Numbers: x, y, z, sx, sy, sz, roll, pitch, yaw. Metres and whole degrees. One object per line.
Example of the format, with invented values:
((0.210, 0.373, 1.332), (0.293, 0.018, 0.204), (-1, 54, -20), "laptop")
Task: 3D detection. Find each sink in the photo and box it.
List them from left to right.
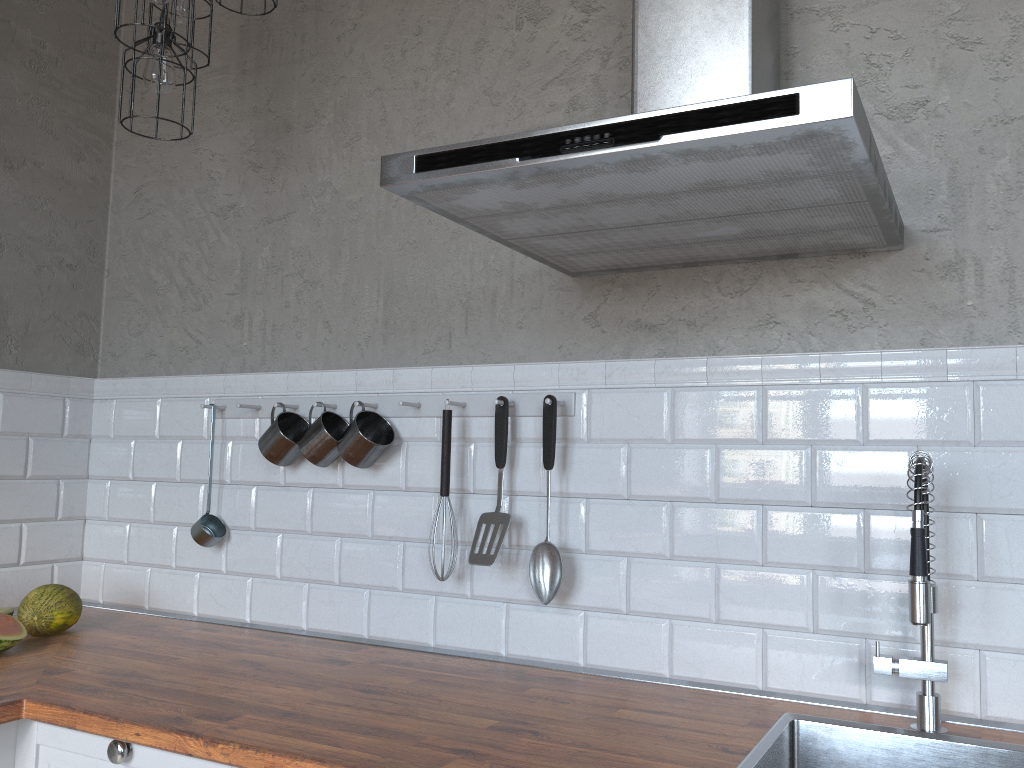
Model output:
((0.603, 0.455, 1.301), (0.477, 0.720, 0.537), (-1, -6, 28), "sink")

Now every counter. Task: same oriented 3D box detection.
((-0.555, 0.482, 0.499), (3.331, 0.039, 3.217), (-2, -6, 27), "counter")

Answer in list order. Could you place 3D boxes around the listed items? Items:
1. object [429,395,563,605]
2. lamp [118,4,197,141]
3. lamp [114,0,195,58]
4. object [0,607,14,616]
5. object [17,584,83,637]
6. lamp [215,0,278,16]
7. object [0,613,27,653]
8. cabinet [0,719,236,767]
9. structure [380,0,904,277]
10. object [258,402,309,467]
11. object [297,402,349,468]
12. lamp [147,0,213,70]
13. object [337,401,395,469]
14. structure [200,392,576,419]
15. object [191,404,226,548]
((-0.039, 0.244, 1.918), (0.323, 0.443, 0.082), (-1, -6, 27), "object")
((-0.790, -1.444, 2.100), (0.147, 1.735, 0.146), (1, -5, -1), "lamp")
((-0.731, -1.581, 1.938), (0.149, 1.735, 0.144), (5, -6, -30), "lamp")
((-1.231, 0.558, 2.049), (0.121, 0.073, 0.198), (2, -5, -9), "object")
((-1.121, 0.547, 2.151), (0.133, 0.119, 0.202), (2, -5, -9), "object")
((-0.639, -1.808, 2.265), (0.147, 1.735, 0.146), (1, -5, -1), "lamp")
((-1.125, 0.519, 1.887), (0.147, 0.127, 0.226), (0, -5, 11), "object")
((-0.477, 0.936, 0.929), (4.247, 0.854, 1.963), (3, -5, -17), "cabinet")
((0.295, -1.077, 1.625), (0.699, 1.596, 0.725), (-1, -6, 28), "structure")
((-0.568, 0.127, 2.236), (0.134, 0.161, 0.111), (-3, -7, 39), "object")
((-0.455, 0.125, 2.179), (0.134, 0.161, 0.110), (-2, -6, 29), "object")
((-0.811, -1.680, 2.292), (0.149, 1.735, 0.144), (3, -6, -20), "lamp")
((-0.348, 0.121, 2.115), (0.134, 0.161, 0.111), (-4, -7, 44), "object")
((-0.355, 0.053, 2.155), (1.067, 0.053, 0.096), (-1, -6, 27), "structure")
((-0.796, 0.241, 2.346), (0.081, 0.379, 0.078), (-1, -6, 27), "object")
